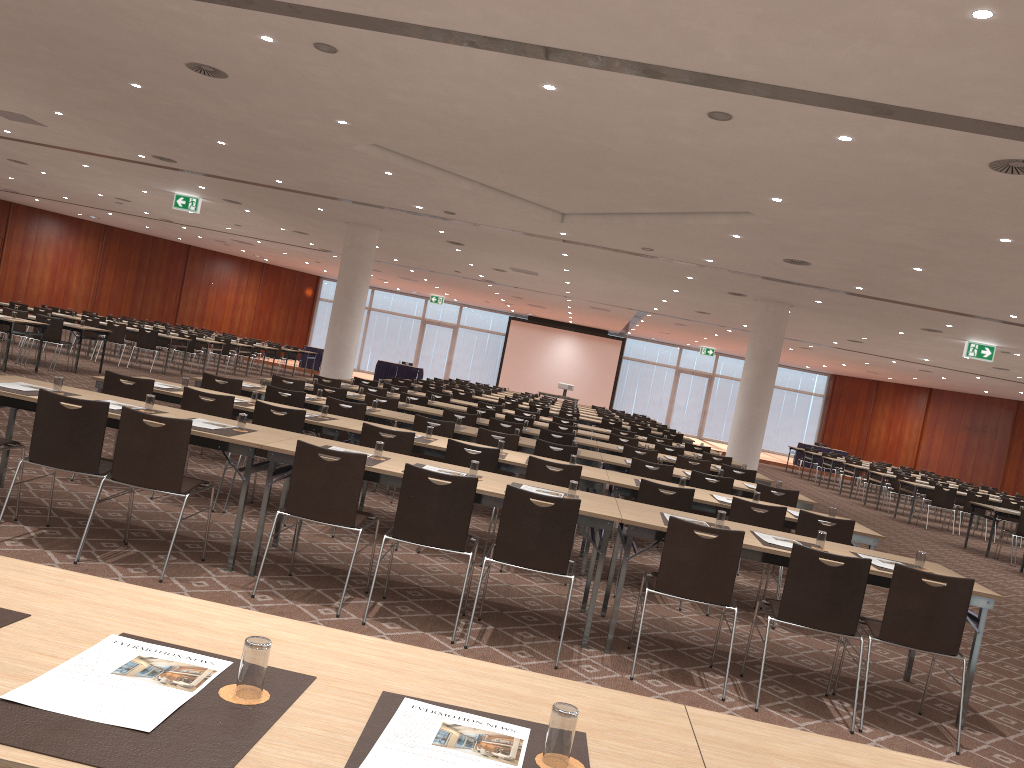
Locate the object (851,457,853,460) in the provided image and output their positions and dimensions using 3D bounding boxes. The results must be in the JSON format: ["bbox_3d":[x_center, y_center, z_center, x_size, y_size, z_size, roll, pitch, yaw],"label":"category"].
[{"bbox_3d":[10.219,2.241,26.673,0.054,0.114,0.054,11,1,-7],"label":"object"}]

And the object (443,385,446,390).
[{"bbox_3d":[-1.490,0.083,19.480,0.054,0.114,0.054,12,2,38],"label":"object"}]

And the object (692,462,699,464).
[{"bbox_3d":[2.411,1.039,11.690,0.102,0.001,0.102,12,1,38],"label":"object"}]

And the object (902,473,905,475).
[{"bbox_3d":[9.148,2.136,20.738,0.054,0.114,0.054,10,2,-30],"label":"object"}]

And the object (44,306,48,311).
[{"bbox_3d":[-10.564,-1.699,20.101,0.054,0.114,0.054,12,2,38],"label":"object"}]

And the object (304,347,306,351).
[{"bbox_3d":[-6.985,-1.172,29.879,0.054,0.114,0.054,11,1,-7],"label":"object"}]

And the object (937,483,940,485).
[{"bbox_3d":[9.010,2.144,18.741,0.054,0.114,0.054,10,2,-30],"label":"object"}]

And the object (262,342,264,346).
[{"bbox_3d":[-7.267,-1.157,25.887,0.054,0.114,0.054,11,1,-7],"label":"object"}]

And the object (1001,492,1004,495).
[{"bbox_3d":[11.385,2.575,20.589,0.054,0.114,0.054,12,2,38],"label":"object"}]

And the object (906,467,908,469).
[{"bbox_3d":[11.813,2.554,26.557,0.054,0.114,0.054,10,2,-30],"label":"object"}]

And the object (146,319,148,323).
[{"bbox_3d":[-10.763,-1.843,26.128,0.054,0.114,0.054,10,2,-30],"label":"object"}]

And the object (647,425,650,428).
[{"bbox_3d":[2.948,0.954,19.161,0.054,0.114,0.054,12,2,38],"label":"object"}]

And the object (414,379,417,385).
[{"bbox_3d":[-2.130,-0.043,19.526,0.054,0.114,0.054,10,2,-30],"label":"object"}]

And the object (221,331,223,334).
[{"bbox_3d":[-9.849,-1.734,30.069,0.054,0.114,0.054,10,2,-30],"label":"object"}]

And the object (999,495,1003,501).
[{"bbox_3d":[10.282,2.394,18.662,0.054,0.114,0.054,10,2,-30],"label":"object"}]

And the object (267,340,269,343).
[{"bbox_3d":[-8.249,-1.420,29.962,0.054,0.114,0.054,11,1,-7],"label":"object"}]

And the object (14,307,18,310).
[{"bbox_3d":[-9.233,-1.376,16.506,0.054,0.114,0.054,11,1,-7],"label":"object"}]

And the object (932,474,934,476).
[{"bbox_3d":[11.661,2.559,24.571,0.054,0.114,0.054,10,2,-30],"label":"object"}]

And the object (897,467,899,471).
[{"bbox_3d":[10.713,2.373,24.633,0.054,0.114,0.054,11,1,-7],"label":"object"}]

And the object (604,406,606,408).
[{"bbox_3d":[3.047,0.797,29.185,0.054,0.114,0.054,12,2,38],"label":"object"}]

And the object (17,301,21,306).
[{"bbox_3d":[-11.198,-1.823,20.148,0.054,0.114,0.054,12,2,38],"label":"object"}]

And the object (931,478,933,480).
[{"bbox_3d":[9.793,2.263,20.696,0.054,0.114,0.054,10,2,-30],"label":"object"}]

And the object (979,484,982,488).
[{"bbox_3d":[12.941,2.810,24.481,0.054,0.114,0.054,10,2,-30],"label":"object"}]

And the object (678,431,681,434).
[{"bbox_3d":[3.596,1.081,19.111,0.054,0.114,0.054,10,2,-30],"label":"object"}]

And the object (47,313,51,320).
[{"bbox_3d":[-8.600,-1.251,16.459,0.054,0.114,0.054,11,1,-7],"label":"object"}]

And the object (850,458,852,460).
[{"bbox_3d":[9.446,2.124,24.722,0.054,0.114,0.054,11,1,-7],"label":"object"}]

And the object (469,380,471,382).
[{"bbox_3d":[-1.410,-0.078,29.485,0.054,0.114,0.054,10,2,-30],"label":"object"}]

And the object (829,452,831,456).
[{"bbox_3d":[9.586,2.117,26.722,0.054,0.114,0.054,11,1,-7],"label":"object"}]

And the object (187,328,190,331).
[{"bbox_3d":[-9.496,-1.595,26.040,0.054,0.114,0.054,10,2,-30],"label":"object"}]

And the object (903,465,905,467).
[{"bbox_3d":[12.594,2.672,28.513,0.054,0.114,0.054,10,2,-30],"label":"object"}]

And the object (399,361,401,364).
[{"bbox_3d":[-4.185,-0.812,33.042,0.054,0.114,0.054,11,2,15],"label":"object"}]

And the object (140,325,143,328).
[{"bbox_3d":[-8.336,-1.262,19.955,0.054,0.114,0.054,10,2,-30],"label":"object"}]

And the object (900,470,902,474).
[{"bbox_3d":[9.941,2.257,22.689,0.054,0.114,0.054,11,1,-7],"label":"object"}]

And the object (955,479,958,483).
[{"bbox_3d":[12.297,2.684,24.517,0.054,0.114,0.054,10,2,-30],"label":"object"}]

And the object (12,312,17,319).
[{"bbox_3d":[-8.092,-1.117,14.416,0.054,0.114,0.054,11,1,-7],"label":"object"}]

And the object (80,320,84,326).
[{"bbox_3d":[-7.950,-1.124,16.410,0.054,0.114,0.054,11,1,-7],"label":"object"}]

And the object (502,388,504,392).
[{"bbox_3d":[-0.281,0.179,27.410,0.054,0.114,0.054,12,2,38],"label":"object"}]

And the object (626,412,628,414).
[{"bbox_3d":[3.522,0.926,27.143,0.054,0.114,0.054,12,2,38],"label":"object"}]

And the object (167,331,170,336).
[{"bbox_3d":[-7.714,-1.139,19.899,0.054,0.114,0.054,10,2,-30],"label":"object"}]

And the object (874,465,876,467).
[{"bbox_3d":[9.300,2.131,22.724,0.054,0.114,0.054,11,1,-7],"label":"object"}]

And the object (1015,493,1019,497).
[{"bbox_3d":[12.802,2.818,22.484,0.054,0.114,0.054,10,2,-30],"label":"object"}]

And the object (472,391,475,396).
[{"bbox_3d":[-0.852,0.208,19.421,0.054,0.114,0.054,12,2,38],"label":"object"}]

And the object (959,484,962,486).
[{"bbox_3d":[10.430,2.388,20.649,0.054,0.114,0.054,10,2,-30],"label":"object"}]

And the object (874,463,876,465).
[{"bbox_3d":[10.086,2.250,24.677,0.054,0.114,0.054,11,1,-7],"label":"object"}]

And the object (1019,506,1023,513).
[{"bbox_3d":[8.766,2.158,15.259,0.054,0.114,0.054,11,1,-7],"label":"object"}]

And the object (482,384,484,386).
[{"bbox_3d":[-0.908,0.056,27.449,0.054,0.114,0.054,12,2,38],"label":"object"}]

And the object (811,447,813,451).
[{"bbox_3d":[9.728,2.109,28.719,0.054,0.114,0.054,11,1,-7],"label":"object"}]

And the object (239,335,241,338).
[{"bbox_3d":[-9.201,-1.607,30.031,0.054,0.114,0.054,10,2,-30],"label":"object"}]

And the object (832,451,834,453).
[{"bbox_3d":[10.360,2.233,28.663,0.054,0.114,0.054,11,1,-7],"label":"object"}]

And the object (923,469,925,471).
[{"bbox_3d":[13.224,2.795,28.472,0.054,0.114,0.054,10,2,-30],"label":"object"}]

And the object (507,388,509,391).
[{"bbox_3d":[-0.128,0.174,29.404,0.054,0.114,0.054,12,2,38],"label":"object"}]

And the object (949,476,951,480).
[{"bbox_3d":[13.081,2.803,26.476,0.054,0.114,0.054,10,2,-30],"label":"object"}]

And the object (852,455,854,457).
[{"bbox_3d":[11.008,2.360,28.625,0.054,0.114,0.054,11,1,-7],"label":"object"}]

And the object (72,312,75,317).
[{"bbox_3d":[-9.927,-1.574,20.068,0.054,0.114,0.054,12,2,38],"label":"object"}]

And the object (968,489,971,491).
[{"bbox_3d":[9.644,2.269,18.695,0.054,0.114,0.054,10,2,-30],"label":"object"}]

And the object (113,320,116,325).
[{"bbox_3d":[-8.974,-1.387,20.002,0.054,0.114,0.054,10,2,-30],"label":"object"}]

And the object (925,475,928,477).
[{"bbox_3d":[10.579,2.382,22.639,0.054,0.114,0.054,11,1,-7],"label":"object"}]

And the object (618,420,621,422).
[{"bbox_3d":[2.324,0.832,19.209,0.054,0.114,0.054,12,2,38],"label":"object"}]
